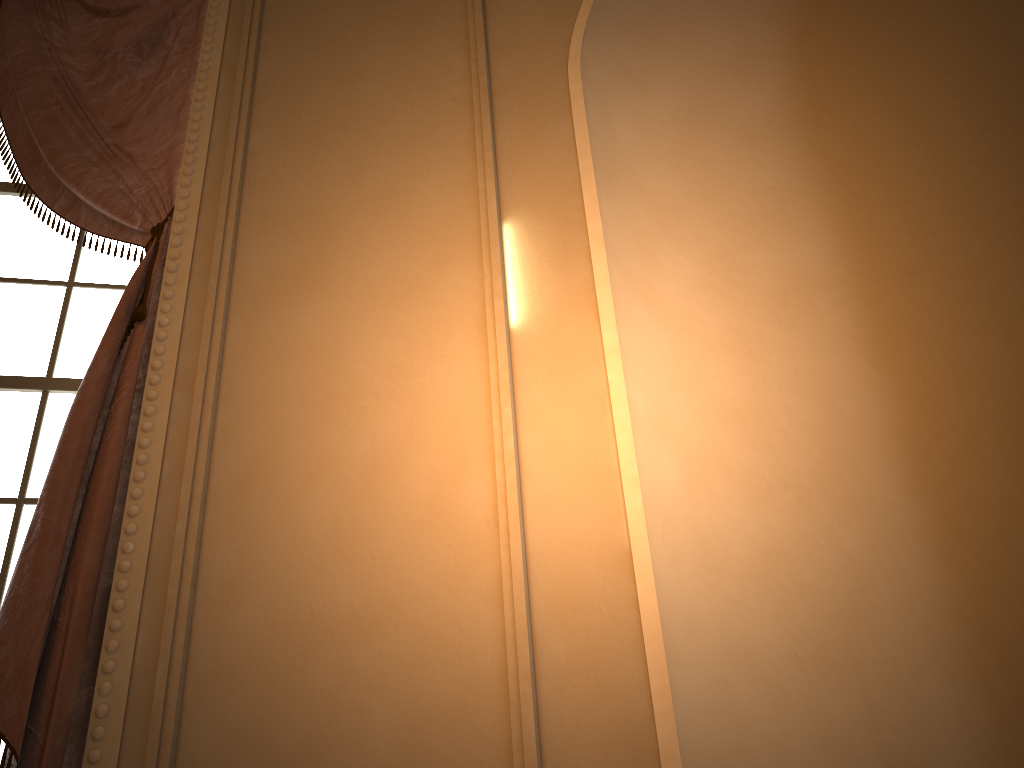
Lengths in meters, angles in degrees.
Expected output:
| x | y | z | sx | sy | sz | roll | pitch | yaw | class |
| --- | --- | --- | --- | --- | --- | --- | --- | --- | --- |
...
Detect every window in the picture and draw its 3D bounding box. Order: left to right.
| x | y | z | sx | sy | sz | roll | pitch | yaw | class |
| --- | --- | --- | --- | --- | --- | --- | --- | --- | --- |
| -1.460 | 0.013 | 2.136 | 1.313 | 2.779 | 0.156 | -2 | -30 | -4 | window |

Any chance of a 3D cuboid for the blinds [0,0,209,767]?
| x | y | z | sx | sy | sz | roll | pitch | yaw | class |
| --- | --- | --- | --- | --- | --- | --- | --- | --- | --- |
| -1.445 | -0.053 | 1.906 | 1.337 | 2.916 | 0.291 | -2 | -30 | -5 | blinds |
